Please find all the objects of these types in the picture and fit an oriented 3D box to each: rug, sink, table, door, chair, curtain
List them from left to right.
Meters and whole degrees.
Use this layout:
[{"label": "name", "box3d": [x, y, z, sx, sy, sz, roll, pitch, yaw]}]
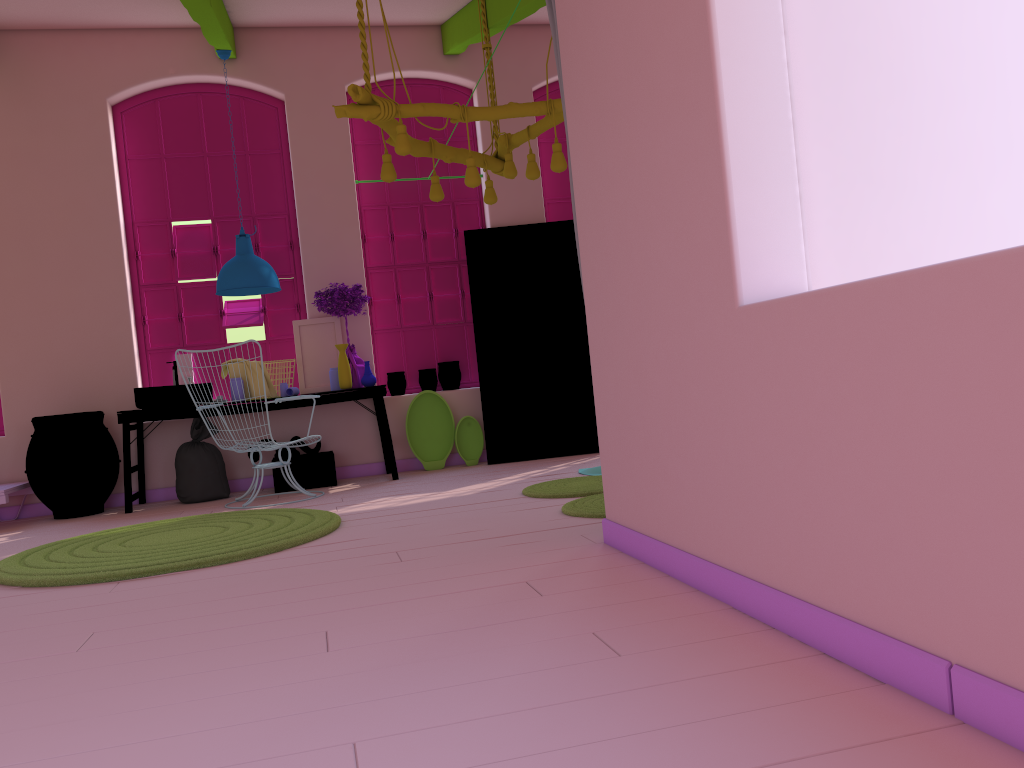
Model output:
[{"label": "sink", "box3d": [-2.780, 0.097, 7.308, 0.609, 0.194, 0.340, -6, 1, -13]}, {"label": "rug", "box3d": [-1.967, 0.919, 5.192, 1.888, 0.050, 1.889, -6, 1, -25]}, {"label": "chair", "box3d": [-1.953, 0.306, 6.886, 1.079, 1.238, 0.924, -5, 1, 22]}, {"label": "table", "box3d": [-2.140, 0.522, 7.629, 2.192, 0.821, 0.655, -6, 1, -13]}, {"label": "door", "box3d": [0.231, -0.416, 8.262, 1.153, 2.211, 0.450, -6, 1, -3]}, {"label": "rug", "box3d": [0.472, 0.676, 5.876, 0.792, 0.021, 0.793, -6, 1, -30]}, {"label": "curtain", "box3d": [0.500, -0.698, 4.163, 0.525, 2.786, 0.518, -7, 1, -32]}, {"label": "rug", "box3d": [0.681, 0.665, 4.964, 0.793, 0.021, 0.792, -6, 1, 15]}]

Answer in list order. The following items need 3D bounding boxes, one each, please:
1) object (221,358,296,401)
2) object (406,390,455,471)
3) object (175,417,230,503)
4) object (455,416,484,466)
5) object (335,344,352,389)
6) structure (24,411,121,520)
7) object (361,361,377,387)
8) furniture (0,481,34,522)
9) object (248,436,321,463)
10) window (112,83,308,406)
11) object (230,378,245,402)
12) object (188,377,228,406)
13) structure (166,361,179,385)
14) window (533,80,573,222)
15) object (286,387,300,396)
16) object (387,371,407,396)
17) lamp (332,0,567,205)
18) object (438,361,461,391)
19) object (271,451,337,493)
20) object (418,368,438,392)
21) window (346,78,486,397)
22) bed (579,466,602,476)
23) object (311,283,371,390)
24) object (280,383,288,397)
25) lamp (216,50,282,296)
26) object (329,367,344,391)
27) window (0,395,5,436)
[{"label": "object", "box3d": [-2.190, -0.048, 7.697, 0.633, 0.369, 0.444, -6, 1, -13]}, {"label": "object", "box3d": [-0.764, 0.423, 8.181, 0.451, 0.734, 0.218, -6, 1, -13]}, {"label": "object", "box3d": [-6.039, 0.558, 5.532, 7.862, 1.580, 2.827, -6, 1, -12]}, {"label": "object", "box3d": [-0.416, 0.523, 8.186, 0.284, 0.463, 0.137, -6, 1, -28]}, {"label": "object", "box3d": [-1.435, -0.148, 7.571, 0.116, 0.383, 0.116, -7, 2, -39]}, {"label": "structure", "box3d": [-3.605, 0.664, 7.293, 0.718, 0.845, 0.717, -5, 1, 45]}, {"label": "object", "box3d": [-1.239, -0.087, 7.636, 0.132, 0.219, 0.132, -6, 1, 4]}, {"label": "furniture", "box3d": [-5.773, 1.057, 6.685, 3.775, 0.507, 0.907, -6, 1, -13]}, {"label": "object", "box3d": [-1.963, 0.682, 7.726, 0.671, 0.448, 0.300, -6, 1, -37]}, {"label": "window", "box3d": [-2.702, -1.234, 8.083, 1.497, 3.004, 0.492, -6, 1, -13]}, {"label": "object", "box3d": [-2.306, 0.048, 7.449, 0.109, 0.197, 0.109, -6, 1, -21]}, {"label": "object", "box3d": [-2.603, 0.053, 7.562, 0.411, 0.250, 0.165, -5, 1, 22]}, {"label": "structure", "box3d": [-2.856, 0.004, 7.481, 0.087, 0.397, 0.166, -6, 1, -4]}, {"label": "window", "box3d": [1.007, -1.616, 8.944, 1.513, 3.010, 0.214, -6, 1, -13]}, {"label": "object", "box3d": [-1.865, 0.066, 7.534, 0.076, 0.076, 0.137, -6, 1, 7]}, {"label": "object", "box3d": [-1.081, -0.002, 8.329, 0.182, 0.223, 0.182, -6, 1, -35]}, {"label": "lamp", "box3d": [-0.437, -2.299, 5.680, 1.774, 2.265, 1.611, -6, 1, -31]}, {"label": "object", "box3d": [-0.593, -0.077, 8.445, 0.223, 0.272, 0.223, -6, 1, -25]}, {"label": "object", "box3d": [-1.806, 0.761, 7.729, 0.521, 0.277, 0.446, -6, 1, -13]}, {"label": "object", "box3d": [-0.793, -0.032, 8.395, 0.182, 0.223, 0.182, -6, 1, -30]}, {"label": "window", "box3d": [-0.841, -1.435, 8.506, 1.274, 3.048, 0.072, -6, 1, -13]}, {"label": "bed", "box3d": [2.472, 0.233, 5.991, 3.575, 0.514, 2.802, -6, 1, -13]}, {"label": "object", "box3d": [-1.471, -0.427, 7.838, 0.441, 0.951, 0.502, -5, 1, 37]}, {"label": "object", "box3d": [-1.946, 0.050, 7.578, 0.065, 0.118, 0.065, -5, 1, 36]}, {"label": "lamp", "box3d": [-2.279, -1.756, 7.322, 0.529, 2.002, 0.528, -5, 1, 19]}, {"label": "object", "box3d": [-1.527, -0.042, 7.705, 0.109, 0.197, 0.109, -5, 1, 24]}, {"label": "window", "box3d": [-5.087, -0.996, 7.529, 1.274, 3.048, 0.072, -6, 1, -13]}]
